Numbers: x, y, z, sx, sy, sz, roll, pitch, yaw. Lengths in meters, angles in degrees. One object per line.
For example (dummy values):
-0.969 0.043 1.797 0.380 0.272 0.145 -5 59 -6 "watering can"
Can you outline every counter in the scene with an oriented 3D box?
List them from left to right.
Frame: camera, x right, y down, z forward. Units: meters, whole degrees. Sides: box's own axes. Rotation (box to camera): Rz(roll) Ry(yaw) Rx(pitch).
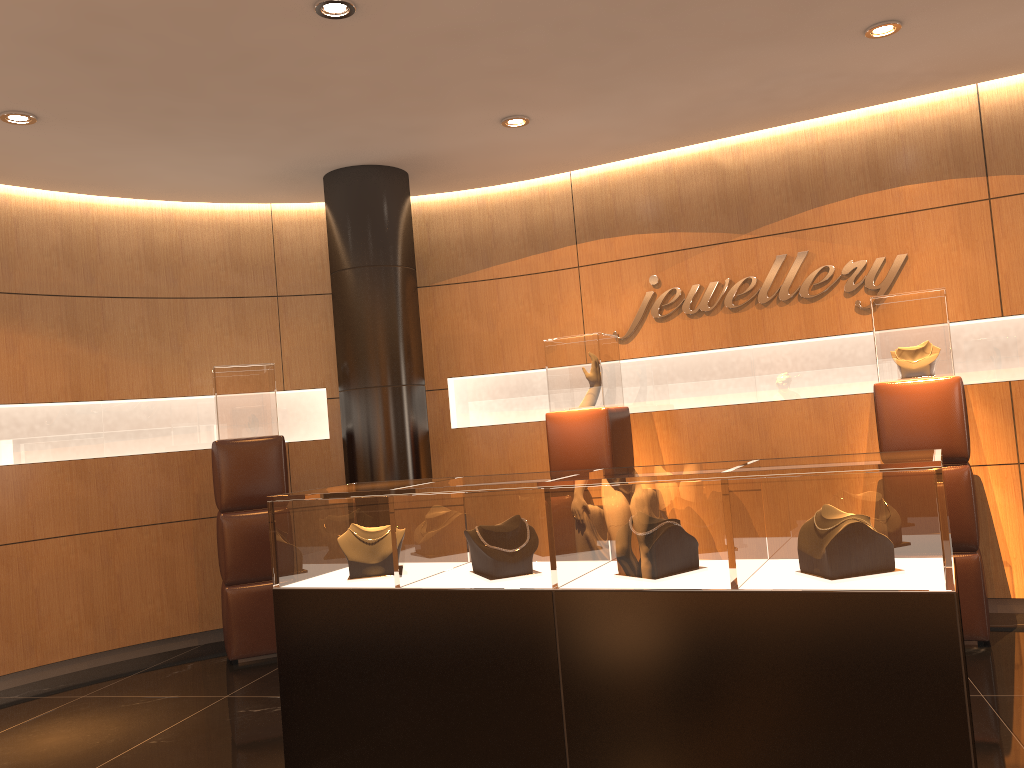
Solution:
0.294 0.927 3.332 2.514 1.173 0.615 -6 -3 26 "counter"

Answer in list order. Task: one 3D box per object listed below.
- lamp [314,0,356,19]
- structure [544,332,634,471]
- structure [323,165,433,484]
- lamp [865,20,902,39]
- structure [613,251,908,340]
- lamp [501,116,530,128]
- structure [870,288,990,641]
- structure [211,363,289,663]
-0.773 -1.663 3.866 0.176 0.068 0.176 -6 -3 20 "lamp"
0.567 0.672 6.109 0.484 2.000 0.498 -6 -3 25 "structure"
-0.925 0.091 6.355 0.613 3.430 0.613 -6 -3 30 "structure"
1.913 -1.854 4.577 0.176 0.068 0.176 -6 -3 20 "lamp"
1.661 -0.644 6.197 2.050 0.442 0.034 -6 -3 26 "structure"
0.020 -1.651 5.496 0.176 0.068 0.176 -6 -3 20 "lamp"
2.431 0.456 5.204 0.484 1.968 0.498 -6 -3 25 "structure"
-1.816 0.877 6.209 0.498 2.000 0.484 -4 -3 -20 "structure"
